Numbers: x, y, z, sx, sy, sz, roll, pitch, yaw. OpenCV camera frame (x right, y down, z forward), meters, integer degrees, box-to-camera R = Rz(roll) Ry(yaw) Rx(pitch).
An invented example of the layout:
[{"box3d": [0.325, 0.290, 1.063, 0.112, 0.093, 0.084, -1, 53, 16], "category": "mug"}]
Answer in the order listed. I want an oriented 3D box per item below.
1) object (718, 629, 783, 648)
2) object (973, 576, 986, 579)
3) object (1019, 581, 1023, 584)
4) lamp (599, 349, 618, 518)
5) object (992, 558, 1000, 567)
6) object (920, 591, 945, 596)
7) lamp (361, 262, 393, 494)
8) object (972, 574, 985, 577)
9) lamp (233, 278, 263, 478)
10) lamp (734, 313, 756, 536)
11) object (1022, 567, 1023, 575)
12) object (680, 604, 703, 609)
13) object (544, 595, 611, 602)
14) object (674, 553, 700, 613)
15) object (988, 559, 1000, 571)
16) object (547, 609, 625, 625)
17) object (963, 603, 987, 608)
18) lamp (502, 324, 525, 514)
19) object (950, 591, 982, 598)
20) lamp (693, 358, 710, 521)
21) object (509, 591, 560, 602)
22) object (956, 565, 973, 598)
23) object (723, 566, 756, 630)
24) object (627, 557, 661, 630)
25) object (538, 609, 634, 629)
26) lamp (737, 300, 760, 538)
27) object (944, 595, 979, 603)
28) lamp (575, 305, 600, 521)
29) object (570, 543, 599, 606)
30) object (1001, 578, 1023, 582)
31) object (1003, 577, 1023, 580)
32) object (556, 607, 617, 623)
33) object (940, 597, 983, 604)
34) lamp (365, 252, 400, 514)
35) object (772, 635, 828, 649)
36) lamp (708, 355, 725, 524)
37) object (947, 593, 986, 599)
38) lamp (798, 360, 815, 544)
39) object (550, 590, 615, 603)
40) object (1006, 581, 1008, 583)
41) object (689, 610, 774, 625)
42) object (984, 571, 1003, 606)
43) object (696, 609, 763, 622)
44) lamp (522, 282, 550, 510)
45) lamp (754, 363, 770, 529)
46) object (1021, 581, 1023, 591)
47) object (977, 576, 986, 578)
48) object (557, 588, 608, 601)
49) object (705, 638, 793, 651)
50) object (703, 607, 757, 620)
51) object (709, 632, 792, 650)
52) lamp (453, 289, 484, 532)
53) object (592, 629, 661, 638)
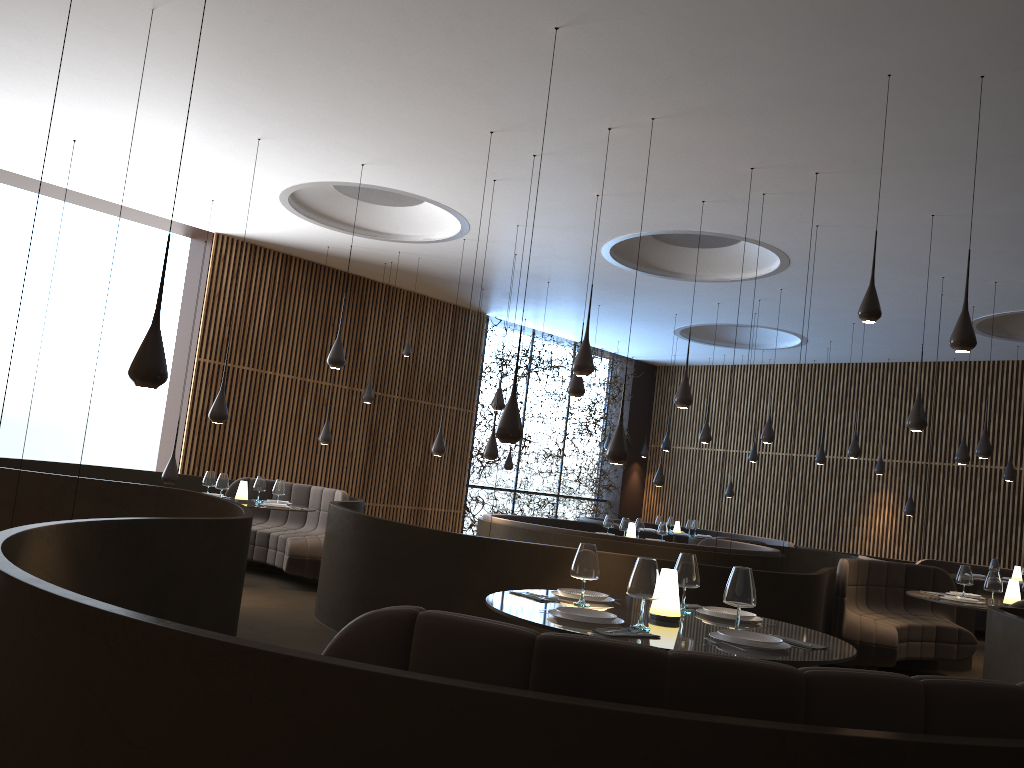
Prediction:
[{"box3d": [0.984, 1.056, 3.670, 0.263, 0.029, 0.263, 9, -7, -21], "category": "object"}, {"box3d": [6.691, 2.788, 12.782, 0.261, 0.017, 0.127, 4, -7, 23], "category": "object"}, {"box3d": [7.082, 2.759, 12.275, 0.263, 0.029, 0.264, 2, -8, 35], "category": "object"}, {"box3d": [1.861, 2.215, 18.272, 0.196, 6.262, 0.196, 8, -5, -19], "category": "lamp"}, {"box3d": [7.182, 2.748, 13.200, 0.142, 0.295, 0.142, 8, -5, -13], "category": "object"}, {"box3d": [3.882, 1.925, 8.135, 0.126, 0.017, 0.262, 8, -7, -10], "category": "object"}, {"box3d": [-2.247, 1.196, 13.596, 0.196, 6.262, 0.196, 10, -6, -36], "category": "lamp"}, {"box3d": [6.824, 2.817, 13.053, 0.264, 0.029, 0.263, 12, -8, -38], "category": "object"}, {"box3d": [-4.012, 1.555, 12.663, 0.196, 6.262, 0.196, 5, -5, 20], "category": "lamp"}, {"box3d": [3.599, 1.949, 14.173, 0.196, 6.262, 0.196, 8, -5, -9], "category": "lamp"}, {"box3d": [7.304, 2.688, 12.556, 0.142, 0.295, 0.142, 8, -6, -17], "category": "object"}, {"box3d": [0.937, 1.190, 4.734, 0.262, 0.017, 0.126, 11, -8, -35], "category": "object"}, {"box3d": [0.364, 1.095, 4.548, 0.412, 0.012, 0.204, 12, -9, -40], "category": "object"}, {"box3d": [0.883, 1.013, 4.520, 0.142, 0.295, 0.142, 2, -7, 43], "category": "object"}, {"box3d": [6.948, 2.672, 12.776, 0.142, 0.295, 0.142, 3, -6, 33], "category": "object"}, {"box3d": [0.316, 1.002, 3.797, 0.332, 0.014, 0.332, 11, -8, -34], "category": "object"}, {"box3d": [3.823, 1.814, 7.222, 0.262, 0.017, 0.127, 7, -6, -5], "category": "object"}, {"box3d": [-0.107, 1.838, 17.001, 0.196, 6.262, 0.196, 8, -5, -19], "category": "lamp"}, {"box3d": [4.182, 1.948, 8.173, 0.263, 0.029, 0.263, 7, -7, -7], "category": "object"}, {"box3d": [3.917, 2.533, 18.944, 0.196, 6.262, 0.196, 4, -6, 31], "category": "lamp"}, {"box3d": [0.110, 1.052, 4.380, 0.127, 0.017, 0.262, 11, -8, -36], "category": "object"}, {"box3d": [4.076, 1.785, 7.987, 0.142, 0.295, 0.142, 1, -7, 45], "category": "object"}, {"box3d": [1.004, 0.958, 3.913, 0.142, 0.295, 0.142, 5, -5, 15], "category": "object"}, {"box3d": [0.559, 0.888, 3.763, 0.142, 0.295, 0.142, 9, -6, -21], "category": "object"}, {"box3d": [0.312, 1.003, 3.801, 0.205, 0.012, 0.411, 11, -8, -35], "category": "object"}, {"box3d": [3.409, 1.819, 13.235, 0.196, 6.262, 0.196, 8, -5, -9], "category": "lamp"}, {"box3d": [3.814, 1.830, 7.525, 0.264, 0.029, 0.263, 12, -8, -40], "category": "object"}, {"box3d": [1.134, 1.751, 14.966, 0.196, 6.262, 0.196, 7, -5, 1], "category": "lamp"}, {"box3d": [0.355, 0.929, 4.326, 0.142, 0.295, 0.142, 4, -6, 30], "category": "object"}, {"box3d": [7.474, 2.924, 13.236, 0.332, 0.014, 0.332, 7, -7, -6], "category": "object"}, {"box3d": [7.476, 2.915, 13.237, 0.263, 0.029, 0.263, 8, -7, -9], "category": "object"}, {"box3d": [0.317, 0.992, 3.798, 0.263, 0.029, 0.264, 2, -8, 36], "category": "object"}, {"box3d": [3.813, 1.840, 7.524, 0.333, 0.014, 0.332, 13, -9, -43], "category": "object"}, {"box3d": [-2.034, 1.139, 12.879, 0.196, 6.262, 0.196, 8, -5, -17], "category": "lamp"}, {"box3d": [1.220, 1.121, 3.850, 0.127, 0.017, 0.262, 12, -8, -40], "category": "object"}, {"box3d": [4.105, 2.488, 18.356, 0.196, 6.262, 0.196, 10, -6, -29], "category": "lamp"}, {"box3d": [4.181, 1.957, 8.172, 0.332, 0.014, 0.332, 8, -7, -10], "category": "object"}, {"box3d": [5.791, 2.618, 17.766, 0.196, 6.262, 0.196, 8, -5, -19], "category": "lamp"}, {"box3d": [0.361, 1.093, 4.545, 0.332, 0.014, 0.332, 11, -8, -36], "category": "object"}, {"box3d": [7.077, 2.769, 12.276, 0.410, 0.012, 0.205, 4, -7, 24], "category": "object"}, {"box3d": [1.100, 1.173, 4.474, 0.205, 0.012, 0.410, 12, -8, -39], "category": "object"}, {"box3d": [4.014, 1.710, 7.394, 0.142, 0.295, 0.142, 6, -5, 5], "category": "object"}, {"box3d": [1.097, 1.172, 4.477, 0.333, 0.014, 0.332, 13, -9, -44], "category": "object"}, {"box3d": [0.212, 1.497, 13.695, 0.196, 6.262, 0.196, 7, -5, 1], "category": "lamp"}, {"box3d": [5.035, 2.589, 18.282, 0.196, 6.262, 0.196, 10, -6, -29], "category": "lamp"}, {"box3d": [4.638, 1.845, 7.927, 0.142, 0.295, 0.142, 7, -5, 1], "category": "object"}, {"box3d": [6.823, 2.827, 13.053, 0.331, 0.014, 0.333, 3, -8, 33], "category": "object"}, {"box3d": [0.362, 1.083, 4.546, 0.263, 0.029, 0.264, 5, -7, 15], "category": "object"}, {"box3d": [0.980, 1.066, 3.665, 0.204, 0.012, 0.412, 0, -9, 45], "category": "object"}, {"box3d": [1.098, 1.162, 4.478, 0.263, 0.029, 0.264, 2, -8, 36], "category": "object"}, {"box3d": [0.983, 1.066, 3.669, 0.332, 0.014, 0.332, 7, -7, -5], "category": "object"}, {"box3d": [-0.853, 1.491, 14.739, 0.196, 6.262, 0.196, 5, -5, 20], "category": "lamp"}, {"box3d": [0.457, 0.995, 3.530, 0.262, 0.017, 0.126, 11, -8, -31], "category": "object"}]
